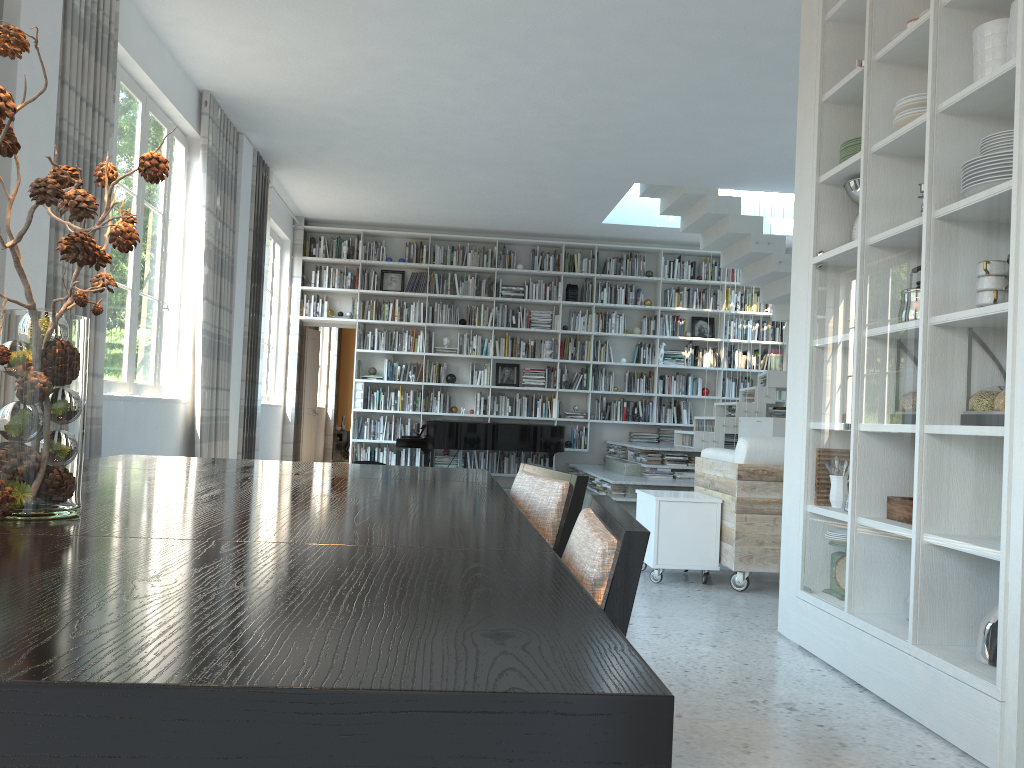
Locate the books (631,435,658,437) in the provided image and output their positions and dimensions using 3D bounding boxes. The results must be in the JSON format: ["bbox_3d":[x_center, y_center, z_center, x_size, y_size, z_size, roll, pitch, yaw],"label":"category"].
[{"bbox_3d":[1.687,0.664,11.375,0.345,0.007,0.193,3,-2,-2],"label":"books"}]

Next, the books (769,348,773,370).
[{"bbox_3d":[3.341,-0.311,11.501,0.018,0.293,0.169,3,-2,-4],"label":"books"}]

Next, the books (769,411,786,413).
[{"bbox_3d":[3.340,0.347,11.075,0.206,0.014,0.150,3,-2,-4],"label":"books"}]

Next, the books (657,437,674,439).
[{"bbox_3d":[2.018,0.694,11.396,0.285,0.007,0.159,3,-2,-8],"label":"books"}]

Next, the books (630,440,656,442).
[{"bbox_3d":[1.680,0.731,11.368,0.308,0.008,0.195,3,-2,-8],"label":"books"}]

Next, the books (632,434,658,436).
[{"bbox_3d":[1.687,0.649,11.375,0.345,0.007,0.193,3,-2,-2],"label":"books"}]

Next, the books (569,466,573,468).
[{"bbox_3d":[0.823,1.051,11.174,0.158,0.014,0.234,3,-2,-6],"label":"books"}]

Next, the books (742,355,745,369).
[{"bbox_3d":[2.976,-0.276,11.478,0.023,0.189,0.169,3,-2,-4],"label":"books"}]

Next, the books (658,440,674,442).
[{"bbox_3d":[2.014,0.735,11.401,0.254,0.007,0.161,3,-2,-3],"label":"books"}]

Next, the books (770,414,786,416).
[{"bbox_3d":[3.338,0.388,11.069,0.192,0.008,0.161,3,-2,-4],"label":"books"}]

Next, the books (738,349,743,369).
[{"bbox_3d":[2.939,-0.314,11.476,0.056,0.261,0.176,3,-2,-4],"label":"books"}]

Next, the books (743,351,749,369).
[{"bbox_3d":[3.029,-0.302,11.488,0.022,0.247,0.181,3,-2,-4],"label":"books"}]

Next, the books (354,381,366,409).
[{"bbox_3d":[-1.898,0.145,11.054,0.106,0.340,0.307,3,-2,-4],"label":"books"}]

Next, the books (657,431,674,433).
[{"bbox_3d":[2.018,0.620,11.397,0.285,0.005,0.159,3,-2,-8],"label":"books"}]

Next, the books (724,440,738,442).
[{"bbox_3d":[2.775,0.733,11.463,0.359,0.009,0.201,3,-2,-5],"label":"books"}]

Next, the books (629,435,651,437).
[{"bbox_3d":[1.687,0.671,11.372,0.345,0.007,0.193,3,-2,-7],"label":"books"}]

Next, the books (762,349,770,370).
[{"bbox_3d":[3.278,-0.311,11.510,0.072,0.291,0.169,3,-2,-4],"label":"books"}]

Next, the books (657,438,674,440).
[{"bbox_3d":[2.018,0.707,11.400,0.285,0.007,0.159,3,-2,-2],"label":"books"}]

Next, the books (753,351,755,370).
[{"bbox_3d":[3.114,-0.298,11.516,0.025,0.248,0.134,3,-2,-4],"label":"books"}]

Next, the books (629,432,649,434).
[{"bbox_3d":[1.688,0.634,11.376,0.345,0.007,0.193,3,-2,-6],"label":"books"}]

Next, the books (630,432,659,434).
[{"bbox_3d":[1.689,0.627,11.376,0.345,0.007,0.193,3,-2,-2],"label":"books"}]

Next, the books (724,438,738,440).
[{"bbox_3d":[2.778,0.707,11.458,0.354,0.009,0.198,3,-2,-1],"label":"books"}]

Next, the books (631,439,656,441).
[{"bbox_3d":[1.681,0.716,11.368,0.308,0.008,0.195,3,-2,0],"label":"books"}]

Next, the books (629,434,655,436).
[{"bbox_3d":[1.688,0.656,11.367,0.345,0.007,0.193,3,-2,-9],"label":"books"}]

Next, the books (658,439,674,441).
[{"bbox_3d":[2.017,0.721,11.393,0.285,0.007,0.159,3,-2,1],"label":"books"}]

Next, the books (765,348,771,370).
[{"bbox_3d":[3.316,-0.311,11.513,0.033,0.294,0.169,3,-2,-4],"label":"books"}]

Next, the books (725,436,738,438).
[{"bbox_3d":[2.779,0.681,11.459,0.354,0.009,0.198,3,-2,-7],"label":"books"}]

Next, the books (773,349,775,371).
[{"bbox_3d":[3.376,-0.308,11.517,0.018,0.293,0.169,3,-2,-4],"label":"books"}]

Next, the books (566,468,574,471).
[{"bbox_3d":[0.801,1.081,11.171,0.191,0.013,0.243,3,-2,-8],"label":"books"}]

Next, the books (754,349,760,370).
[{"bbox_3d":[3.179,-0.309,11.512,0.026,0.277,0.170,3,-2,-4],"label":"books"}]

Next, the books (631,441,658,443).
[{"bbox_3d":[1.680,0.739,11.367,0.345,0.007,0.193,3,-2,0],"label":"books"}]

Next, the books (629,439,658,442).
[{"bbox_3d":[1.680,0.724,11.365,0.345,0.007,0.193,3,-2,1],"label":"books"}]

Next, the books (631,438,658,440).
[{"bbox_3d":[1.682,0.702,11.374,0.345,0.007,0.193,3,-2,-6],"label":"books"}]

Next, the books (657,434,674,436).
[{"bbox_3d":[2.019,0.660,11.406,0.285,0.007,0.159,3,-2,-4],"label":"books"}]

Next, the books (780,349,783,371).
[{"bbox_3d":[3.467,-0.304,11.514,0.018,0.293,0.169,3,-2,-4],"label":"books"}]

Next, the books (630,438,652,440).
[{"bbox_3d":[1.680,0.709,11.374,0.308,0.008,0.195,3,-2,-2],"label":"books"}]

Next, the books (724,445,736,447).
[{"bbox_3d":[2.772,0.797,11.461,0.320,0.009,0.203,3,-2,-5],"label":"books"}]

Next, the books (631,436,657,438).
[{"bbox_3d":[1.687,0.679,11.367,0.308,0.008,0.195,3,-2,1],"label":"books"}]

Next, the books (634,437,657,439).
[{"bbox_3d":[1.683,0.687,11.380,0.308,0.008,0.195,3,-2,-4],"label":"books"}]

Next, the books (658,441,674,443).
[{"bbox_3d":[2.014,0.749,11.394,0.254,0.007,0.161,3,-2,0],"label":"books"}]

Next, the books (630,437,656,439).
[{"bbox_3d":[1.683,0.694,11.366,0.308,0.008,0.195,3,-2,-9],"label":"books"}]

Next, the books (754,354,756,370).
[{"bbox_3d":[3.133,-0.276,11.520,0.014,0.207,0.138,3,-2,-4],"label":"books"}]

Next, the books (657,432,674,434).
[{"bbox_3d":[2.017,0.632,11.404,0.285,0.005,0.159,3,-2,-5],"label":"books"}]

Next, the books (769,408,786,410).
[{"bbox_3d":[3.341,0.314,11.083,0.232,0.025,0.123,3,-2,-7],"label":"books"}]

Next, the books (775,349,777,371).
[{"bbox_3d":[3.394,-0.308,11.515,0.018,0.293,0.169,3,-2,-4],"label":"books"}]

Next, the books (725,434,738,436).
[{"bbox_3d":[2.782,0.660,11.454,0.354,0.017,0.198,3,-2,1],"label":"books"}]

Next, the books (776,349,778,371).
[{"bbox_3d":[3.412,-0.307,11.520,0.018,0.293,0.169,3,-2,-4],"label":"books"}]

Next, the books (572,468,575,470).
[{"bbox_3d":[0.836,1.068,11.174,0.133,0.017,0.231,3,-2,-3],"label":"books"}]

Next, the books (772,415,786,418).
[{"bbox_3d":[3.348,0.403,10.873,0.267,0.026,0.161,3,-2,1],"label":"books"}]

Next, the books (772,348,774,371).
[{"bbox_3d":[3.358,-0.309,11.516,0.018,0.293,0.169,3,-2,-4],"label":"books"}]

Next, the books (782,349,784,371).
[{"bbox_3d":[3.485,-0.303,11.526,0.018,0.293,0.169,3,-2,-4],"label":"books"}]

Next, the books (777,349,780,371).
[{"bbox_3d":[3.431,-0.306,11.517,0.018,0.293,0.169,3,-2,-4],"label":"books"}]

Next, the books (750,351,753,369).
[{"bbox_3d":[3.096,-0.301,11.512,0.012,0.254,0.161,3,-2,-4],"label":"books"}]

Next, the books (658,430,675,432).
[{"bbox_3d":[2.022,0.604,11.396,0.254,0.006,0.161,3,-2,-9],"label":"books"}]

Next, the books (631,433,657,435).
[{"bbox_3d":[1.688,0.642,11.376,0.308,0.008,0.195,3,-2,-2],"label":"books"}]

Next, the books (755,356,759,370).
[{"bbox_3d":[3.154,-0.263,11.481,0.024,0.181,0.191,3,-2,-4],"label":"books"}]

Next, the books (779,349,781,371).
[{"bbox_3d":[3.448,-0.305,11.523,0.018,0.293,0.169,3,-2,-4],"label":"books"}]

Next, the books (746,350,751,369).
[{"bbox_3d":[3.053,-0.306,11.501,0.029,0.259,0.171,3,-2,-4],"label":"books"}]

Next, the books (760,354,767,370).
[{"bbox_3d":[3.236,-0.273,11.504,0.088,0.217,0.167,3,-2,-4],"label":"books"}]
